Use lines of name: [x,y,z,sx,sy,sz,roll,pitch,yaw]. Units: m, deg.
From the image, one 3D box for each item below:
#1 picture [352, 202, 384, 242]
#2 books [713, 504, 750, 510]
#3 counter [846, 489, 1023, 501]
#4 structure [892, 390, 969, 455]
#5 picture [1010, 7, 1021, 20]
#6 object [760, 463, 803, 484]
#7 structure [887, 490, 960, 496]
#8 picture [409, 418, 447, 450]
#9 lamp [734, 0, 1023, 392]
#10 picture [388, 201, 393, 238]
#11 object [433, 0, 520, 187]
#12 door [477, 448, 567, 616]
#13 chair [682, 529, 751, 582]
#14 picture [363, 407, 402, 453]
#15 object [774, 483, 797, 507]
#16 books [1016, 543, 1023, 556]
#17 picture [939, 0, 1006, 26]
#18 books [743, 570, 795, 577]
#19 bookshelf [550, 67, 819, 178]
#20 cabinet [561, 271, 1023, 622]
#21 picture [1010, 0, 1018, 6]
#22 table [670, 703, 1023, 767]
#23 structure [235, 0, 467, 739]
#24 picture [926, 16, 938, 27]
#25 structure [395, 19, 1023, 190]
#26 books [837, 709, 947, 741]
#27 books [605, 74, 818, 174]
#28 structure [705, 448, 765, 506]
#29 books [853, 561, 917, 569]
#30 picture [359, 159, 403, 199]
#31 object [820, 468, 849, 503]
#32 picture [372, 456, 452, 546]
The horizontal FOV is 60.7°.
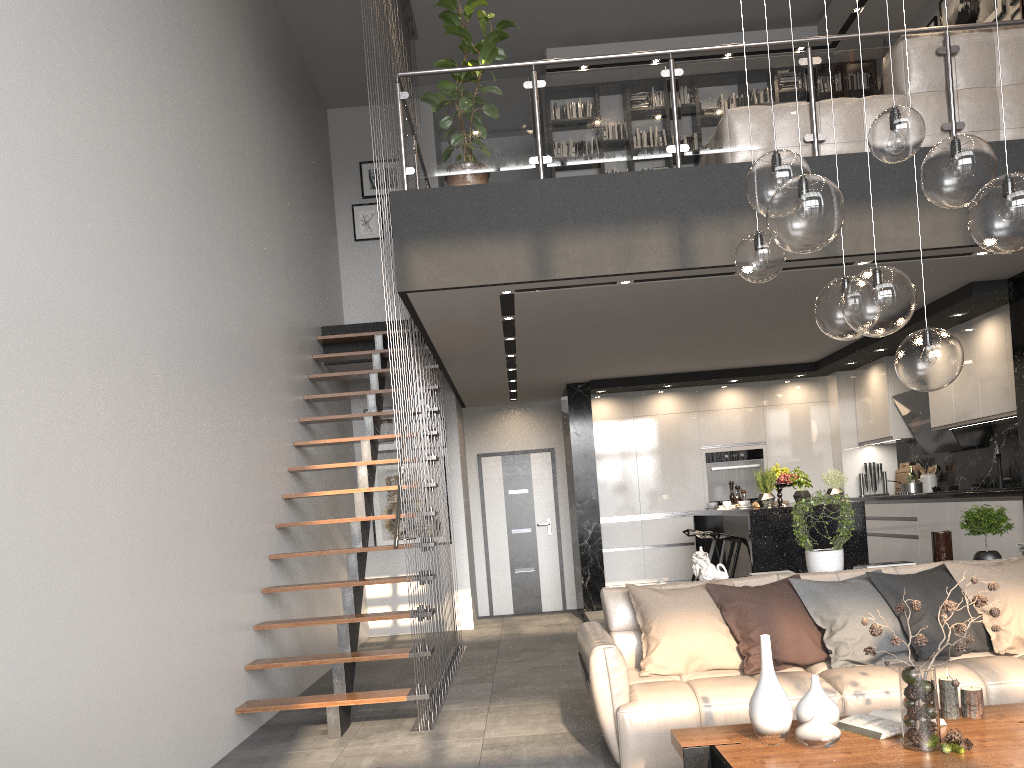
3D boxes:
picture: [-1.616,-1.818,9.821,0.333,0.411,0.025,-5,1,1]
books: [2.085,1.163,8.306,0.322,0.038,0.174,-4,-8,0]
counter: [3.956,1.000,7.927,0.610,0.040,3.489,-4,-8,0]
structure: [3.991,0.146,8.344,0.414,1.028,0.741,-4,-2,0]
picture: [3.966,-2.633,6.592,0.025,0.640,0.649,-4,-4,0]
object: [2.239,0.768,7.345,0.347,0.214,0.322,-4,-6,-2]
structure: [3.960,1.043,8.358,0.510,0.060,0.606,-5,-8,0]
picture: [-0.945,0.566,9.855,0.410,0.334,0.025,-5,1,1]
lamp: [1.091,-2.476,2.995,1.231,4.989,1.231,-5,0,-3]
picture: [-1.206,-1.854,9.817,0.333,0.411,0.025,-5,1,1]
object: [-0.264,-1.868,5.596,0.777,1.467,0.526,-5,0,21]
door: [0.127,1.882,11.071,0.974,2.079,0.169,-4,1,1]
chair: [1.887,1.692,7.962,0.434,0.732,1.743,-4,-7,0]
picture: [-1.449,0.521,9.860,0.410,0.505,0.025,-5,1,1]
object: [2.244,0.933,7.339,0.366,0.187,0.372,0,-8,-36]
books: [3.194,1.006,5.149,0.332,0.150,0.201,-5,-5,1]
picture: [3.919,-3.223,7.484,0.025,0.652,0.999,-4,-6,0]
books: [1.552,1.176,5.221,0.348,0.100,0.195,-5,-6,0]
bookshelf: [2.208,-2.016,9.462,3.521,2.514,0.248,-5,1,1]
cabinet: [2.422,0.649,8.079,3.620,3.227,6.256,-5,-6,0]
picture: [3.923,-3.225,6.654,0.025,0.409,0.508,-4,-5,0]
table: [1.366,1.437,3.053,1.452,0.354,0.905,-5,-7,0]
structure: [-1.277,-0.543,7.035,1.179,6.037,3.609,-4,-2,0]
picture: [3.948,-2.836,8.505,0.025,0.990,0.877,-4,-3,0]
structure: [1.419,-1.441,6.945,4.221,0.737,3.407,-5,-8,0]
books: [1.424,1.273,3.295,0.341,0.039,0.234,-1,-9,-22]
books: [2.205,-2.061,9.453,3.438,2.329,0.212,-5,1,1]
structure: [2.553,1.117,10.244,0.655,0.630,0.656,-5,-4,0]
books: [2.204,1.118,5.210,0.325,0.099,0.206,-5,-7,0]
picture: [-1.445,-2.302,9.813,0.504,0.411,0.025,-5,1,1]
object: [2.580,0.807,6.988,0.222,0.283,0.211,-5,-3,13]
picture: [-1.150,1.342,9.866,0.871,0.992,0.025,-5,1,1]
